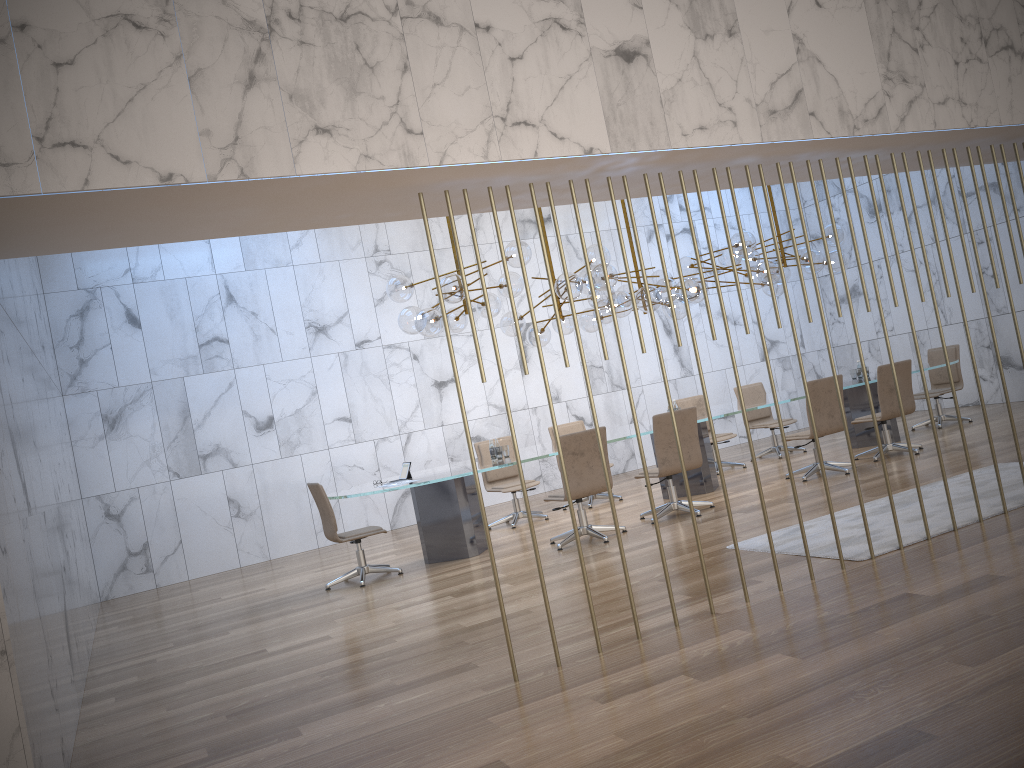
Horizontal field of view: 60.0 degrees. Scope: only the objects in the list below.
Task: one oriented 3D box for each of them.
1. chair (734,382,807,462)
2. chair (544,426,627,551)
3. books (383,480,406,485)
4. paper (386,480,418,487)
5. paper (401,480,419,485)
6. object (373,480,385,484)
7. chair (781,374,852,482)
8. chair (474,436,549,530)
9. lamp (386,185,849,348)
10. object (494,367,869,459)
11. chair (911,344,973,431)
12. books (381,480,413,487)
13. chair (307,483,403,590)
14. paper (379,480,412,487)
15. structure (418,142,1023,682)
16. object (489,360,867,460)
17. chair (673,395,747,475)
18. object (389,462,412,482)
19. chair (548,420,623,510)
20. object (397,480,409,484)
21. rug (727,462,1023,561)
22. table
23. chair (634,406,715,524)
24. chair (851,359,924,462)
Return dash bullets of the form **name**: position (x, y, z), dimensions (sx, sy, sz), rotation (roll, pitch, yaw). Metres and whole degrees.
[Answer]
- **chair**: position (3.414, 0.471, 11.802), dimensions (0.726, 1.000, 0.697), rotation (-11, -2, -25)
- **chair**: position (0.601, 0.933, 8.060), dimensions (0.726, 1.000, 0.697), rotation (-11, -2, -24)
- **books**: position (-1.078, 0.913, 8.223), dimensions (0.205, 0.012, 0.126), rotation (-10, -2, -27)
- **paper**: position (-0.989, 0.900, 8.033), dimensions (0.290, 0.001, 0.210), rotation (-10, -2, -31)
- **paper**: position (-0.989, 0.900, 8.033), dimensions (0.290, 0.001, 0.210), rotation (-10, -2, -32)
- **object**: position (-1.306, 0.965, 8.789), dimensions (0.134, 0.037, 0.096), rotation (-13, -2, 44)
- **chair**: position (3.154, 0.456, 9.234), dimensions (0.726, 1.000, 0.697), rotation (-11, -2, -24)
- **chair**: position (-0.021, 1.113, 10.222), dimensions (0.726, 1.000, 0.697), rotation (-11, -2, -25)
- **lamp**: position (1.252, -1.938, 9.906), dimensions (5.672, 2.716, 1.557), rotation (-11, -2, -24)
- **object**: position (2.105, 0.277, 9.989), dimensions (5.112, 0.117, 0.183), rotation (-11, -2, -24)
- **chair**: position (5.526, 0.045, 11.555), dimensions (0.697, 1.000, 0.726), rotation (-11, -2, -24)
- **books**: position (-1.054, 0.911, 8.135), dimensions (0.205, 0.012, 0.239), rotation (-10, -2, -37)
- **chair**: position (-1.504, 1.359, 8.329), dimensions (0.697, 1.000, 0.726), rotation (-11, -2, -24)
- **paper**: position (-1.091, 0.926, 8.241), dimensions (0.290, 0.001, 0.210), rotation (-11, -2, -26)
- **structure**: position (3.008, -0.349, 5.859), dimensions (7.223, 2.456, 0.023), rotation (-11, -2, -24)
- **object**: position (2.088, 0.232, 10.040), dimensions (5.189, 0.213, 0.124), rotation (-11, -2, -24)
- **chair**: position (2.518, 0.639, 11.390), dimensions (0.726, 1.000, 0.697), rotation (-11, -2, -25)
- **object**: position (-1.095, 0.857, 8.608), dimensions (0.205, 0.159, 0.255), rotation (-11, -2, -24)
- **chair**: position (0.864, 0.948, 10.629), dimensions (0.726, 1.000, 0.697), rotation (-11, -2, -25)
- **object**: position (-0.988, 0.890, 8.074), dimensions (0.011, 0.011, 0.158), rotation (-13, -2, 41)
- **rug**: position (3.178, 0.874, 6.552), dimensions (3.025, 0.034, 1.320), rotation (-11, -2, -25)
- **table**: position (1.908, 0.799, 9.881), dimensions (7.924, 0.835, 2.092), rotation (-11, -2, -24)
- **chair**: position (1.496, 0.765, 8.472), dimensions (0.726, 1.000, 0.697), rotation (-11, -2, -24)
- **chair**: position (4.043, 0.289, 9.643), dimensions (0.726, 1.000, 0.697), rotation (-11, -2, -24)
